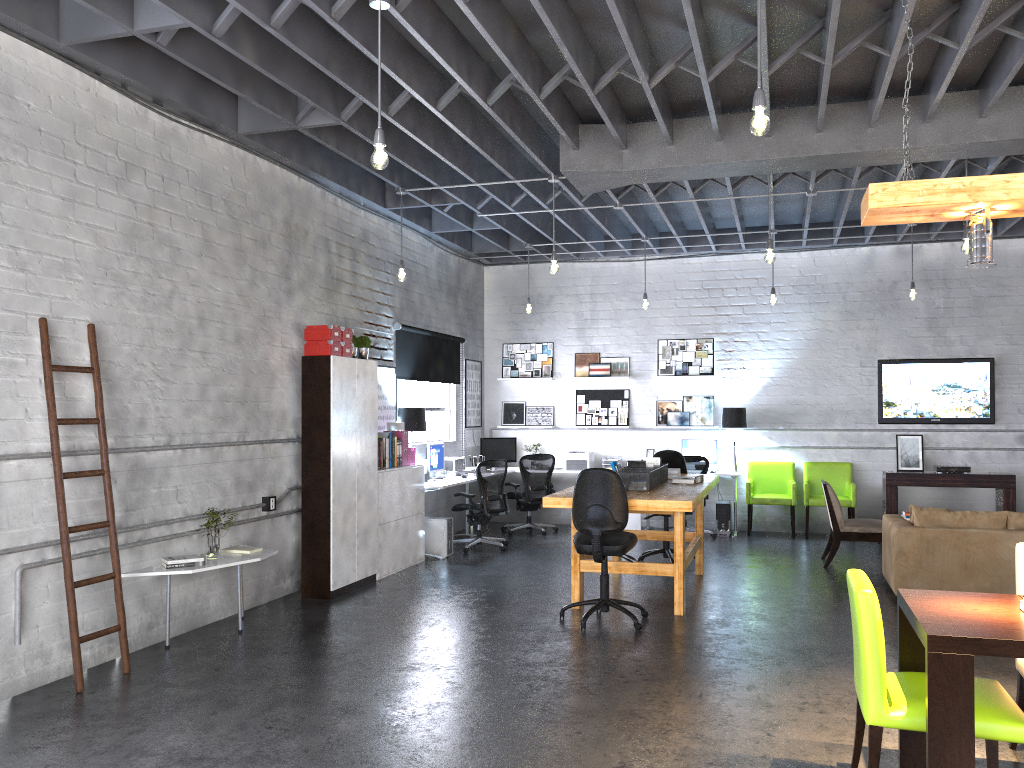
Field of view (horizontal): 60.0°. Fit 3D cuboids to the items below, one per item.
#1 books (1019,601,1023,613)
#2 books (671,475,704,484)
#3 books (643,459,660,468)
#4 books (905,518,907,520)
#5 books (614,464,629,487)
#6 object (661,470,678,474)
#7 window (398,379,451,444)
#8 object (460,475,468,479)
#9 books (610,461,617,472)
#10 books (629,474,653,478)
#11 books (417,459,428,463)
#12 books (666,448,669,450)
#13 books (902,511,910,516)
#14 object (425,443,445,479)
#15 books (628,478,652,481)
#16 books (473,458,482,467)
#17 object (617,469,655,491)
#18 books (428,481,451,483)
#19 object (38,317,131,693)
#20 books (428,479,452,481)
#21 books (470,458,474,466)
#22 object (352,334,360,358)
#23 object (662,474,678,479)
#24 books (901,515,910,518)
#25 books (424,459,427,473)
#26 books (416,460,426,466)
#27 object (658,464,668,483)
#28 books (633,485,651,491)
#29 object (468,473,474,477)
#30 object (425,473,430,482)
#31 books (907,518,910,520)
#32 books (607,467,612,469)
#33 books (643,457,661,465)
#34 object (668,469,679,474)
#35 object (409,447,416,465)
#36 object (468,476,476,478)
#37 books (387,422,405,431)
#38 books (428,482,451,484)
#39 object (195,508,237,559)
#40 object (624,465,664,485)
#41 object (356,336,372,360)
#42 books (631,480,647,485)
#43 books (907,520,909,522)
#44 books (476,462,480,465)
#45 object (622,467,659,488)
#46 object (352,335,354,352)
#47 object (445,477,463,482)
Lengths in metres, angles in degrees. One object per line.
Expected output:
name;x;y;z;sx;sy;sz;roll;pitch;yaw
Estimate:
books;2.133;0.874;3.341;0.324;0.035;0.306;-1;-2;17
books;1.581;0.860;8.036;0.244;0.067;0.298;-1;-2;27
books;1.304;0.801;8.299;0.158;0.200;0.082;0;-1;17
books;4.279;1.513;9.900;0.223;0.027;0.161;-1;-2;26
books;0.905;0.766;7.322;0.097;0.209;0.158;0;-1;17
object;1.307;0.832;8.397;0.519;0.047;0.046;-1;-1;15
window;-1.084;0.104;10.758;0.030;1.219;1.822;0;-1;17
object;-0.578;1.096;10.460;0.114;0.036;0.058;0;-2;7
books;0.878;0.754;7.346;0.108;0.234;0.166;0;-1;17
books;1.084;0.790;7.616;0.232;0.027;0.185;0;-2;-11
books;-1.041;0.974;10.021;0.179;0.247;0.026;0;-1;17
books;2.075;0.998;11.753;0.043;0.296;0.210;0;-1;17
books;4.562;1.476;10.103;0.185;0.041;0.129;0;-2;11
object;-0.935;0.901;10.303;0.212;0.417;0.465;0;-1;17
books;1.095;0.815;7.616;0.250;0.022;0.205;-1;-2;22
books;-0.461;1.062;11.932;0.017;0.121;0.184;-1;-2;32
object;1.000;0.794;7.317;0.316;0.156;0.306;-1;-2;17
books;-0.804;1.077;9.836;0.209;0.012;0.158;-2;-2;40
object;-2.508;0.680;5.219;0.320;2.120;0.425;0;-1;17
books;-0.799;1.067;9.839;0.212;0.010;0.170;-2;-2;43
books;-0.515;1.055;11.982;0.052;0.109;0.133;-1;-2;32
object;-1.476;-0.339;8.117;0.169;0.240;0.171;1;-1;-34
object;1.303;0.871;8.382;0.519;0.047;0.047;-1;-1;17
books;4.565;1.509;10.110;0.208;0.024;0.144;0;-2;2
books;-1.043;0.974;10.008;0.177;0.246;0.026;0;-1;17
books;-1.050;0.976;9.991;0.172;0.243;0.026;0;-1;17
object;1.268;0.821;8.200;0.316;0.156;0.306;-1;-2;17
books;1.051;0.855;7.303;0.155;0.029;0.226;-1;-2;17
object;-0.483;1.084;10.527;0.078;0.049;0.062;0;-1;-13
object;-1.045;0.997;10.001;0.209;0.207;0.104;-1;-1;17
books;4.574;1.533;10.103;0.161;0.026;0.223;0;-2;-14
books;1.345;1.112;11.657;0.211;0.014;0.148;-1;-2;32
books;1.316;0.795;8.328;0.171;0.210;0.046;0;-1;17
object;1.323;0.833;8.450;0.519;0.047;0.046;-1;-1;17
object;-1.147;0.757;9.359;0.214;0.177;0.161;-1;-1;17
object;-0.491;1.108;10.525;0.119;0.016;0.119;-1;-2;35
books;-1.202;0.529;9.174;0.192;0.267;0.060;0;-1;17
books;-0.802;1.089;9.833;0.213;0.012;0.158;-2;-2;42
object;-2.096;1.059;6.297;0.271;0.363;0.297;1;-1;-38
object;1.179;0.812;7.906;0.316;0.156;0.306;-1;-2;17
object;-1.389;-0.335;8.246;0.169;0.240;0.171;0;-1;16
books;1.049;0.809;7.300;0.127;0.022;0.181;0;-2;12
books;4.550;1.562;10.115;0.223;0.032;0.161;0;-2;-3
books;-0.438;1.093;11.928;0.037;0.076;0.102;-1;-2;32
object;1.089;0.803;7.611;0.316;0.156;0.306;-1;-2;17
object;-1.494;-0.343;7.968;0.171;0.240;0.169;1;-2;-44
object;-0.687;1.091;10.186;0.181;0.028;0.422;0;-2;7
